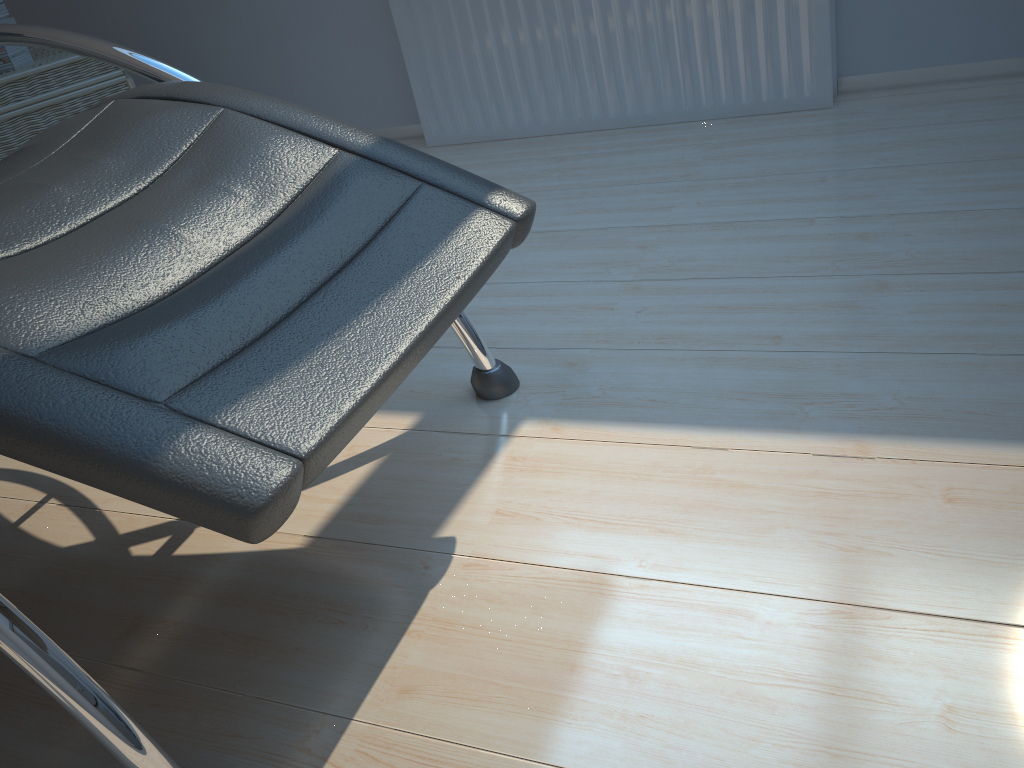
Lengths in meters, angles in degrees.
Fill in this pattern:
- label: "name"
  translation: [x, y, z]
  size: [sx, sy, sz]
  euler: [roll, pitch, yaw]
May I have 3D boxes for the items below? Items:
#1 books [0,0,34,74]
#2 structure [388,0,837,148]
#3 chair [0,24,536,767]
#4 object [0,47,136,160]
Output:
- label: "books"
  translation: [-1.457, -0.990, 2.401]
  size: [0.149, 0.300, 0.149]
  euler: [-14, 30, 1]
- label: "structure"
  translation: [0.270, -1.086, 2.334]
  size: [1.324, 0.800, 0.120]
  euler: [2, 34, 25]
- label: "chair"
  translation: [-1.014, -0.333, 1.173]
  size: [1.938, 1.251, 0.836]
  euler: [2, 34, 25]
- label: "object"
  translation: [-1.524, -0.653, 2.650]
  size: [0.745, 0.518, 0.744]
  euler: [-31, 34, -26]
